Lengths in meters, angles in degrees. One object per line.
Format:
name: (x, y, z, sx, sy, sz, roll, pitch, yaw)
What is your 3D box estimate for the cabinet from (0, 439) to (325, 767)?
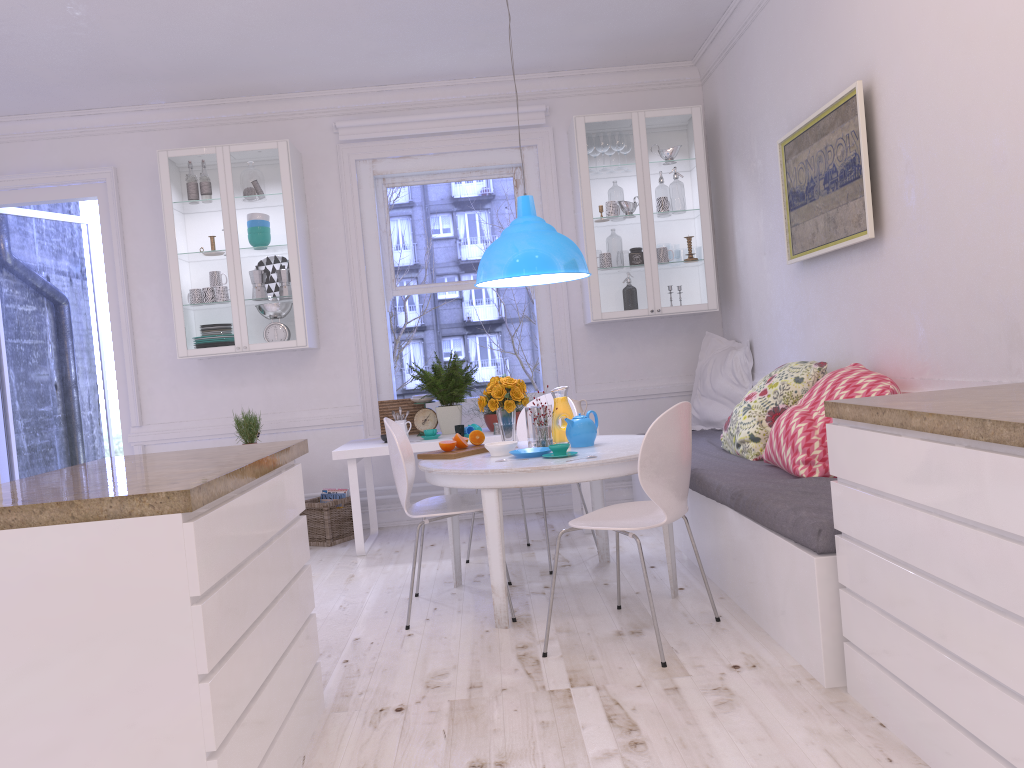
cabinet: (-0.939, 0.642, 2.327, 0.654, 0.842, 1.167, -5, 2, -2)

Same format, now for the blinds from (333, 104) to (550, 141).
blinds: (-0.468, -1.740, 5.913, 1.451, 0.131, 0.136, -5, 2, -2)

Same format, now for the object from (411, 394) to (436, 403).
object: (-0.560, 0.091, 5.616, 0.163, 0.047, 0.164, -7, 2, -42)

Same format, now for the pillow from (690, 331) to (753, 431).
pillow: (1.337, -0.026, 5.698, 0.374, 0.642, 0.677, -6, 2, -31)

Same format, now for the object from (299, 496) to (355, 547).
object: (-1.173, 0.864, 5.620, 0.276, 0.270, 0.276, -4, 2, 32)

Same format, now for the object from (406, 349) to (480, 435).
object: (-0.411, 0.047, 5.494, 0.438, 0.527, 0.368, -5, 2, -2)

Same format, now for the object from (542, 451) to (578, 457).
object: (0.196, 0.291, 3.624, 0.147, 0.011, 0.147, -5, 2, 1)

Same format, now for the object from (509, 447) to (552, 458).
object: (0.085, 0.291, 3.748, 0.196, 0.023, 0.196, -6, 2, -14)

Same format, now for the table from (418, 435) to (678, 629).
table: (0.183, 0.606, 3.921, 1.140, 0.629, 1.140, -4, 2, 27)

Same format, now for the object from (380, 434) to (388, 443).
object: (-0.737, 0.323, 5.253, 0.079, 0.048, 0.082, -7, 2, -42)

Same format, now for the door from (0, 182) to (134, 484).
door: (-3.114, -0.093, 6.486, 1.009, 2.474, 1.021, -5, 2, -2)

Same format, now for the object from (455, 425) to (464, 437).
object: (-0.301, 0.274, 5.063, 0.055, 0.077, 0.070, -5, 2, 24)

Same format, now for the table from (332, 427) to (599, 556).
table: (-0.245, 0.611, 5.389, 1.514, 0.619, 0.736, -5, 2, -2)

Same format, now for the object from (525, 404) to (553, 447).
object: (0.131, 0.195, 4.141, 0.101, 0.186, 0.122, -4, 2, 28)

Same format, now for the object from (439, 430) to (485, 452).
object: (-0.251, 0.263, 4.114, 0.129, 0.075, 0.285, -4, 2, 34)

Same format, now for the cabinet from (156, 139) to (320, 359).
cabinet: (-1.758, -0.850, 5.742, 0.823, 1.311, 0.425, -5, 2, -2)

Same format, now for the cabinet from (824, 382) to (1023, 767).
cabinet: (1.269, 0.450, 2.032, 0.654, 0.842, 1.036, -5, 2, -2)

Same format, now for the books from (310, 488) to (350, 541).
books: (-1.168, 0.830, 5.630, 0.221, 0.306, 0.205, -4, 2, 32)

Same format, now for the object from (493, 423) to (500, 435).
object: (-0.077, 0.257, 5.134, 0.066, 0.067, 0.052, -5, 2, -1)

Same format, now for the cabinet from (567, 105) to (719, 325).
cabinet: (0.850, -1.088, 5.820, 0.823, 1.311, 0.425, -5, 2, -2)

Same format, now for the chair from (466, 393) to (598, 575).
chair: (0.099, 0.488, 4.613, 0.604, 0.845, 0.483, -4, 2, 44)

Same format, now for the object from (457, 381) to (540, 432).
object: (-0.043, 0.114, 5.411, 0.668, 0.367, 0.531, -5, 2, 23)

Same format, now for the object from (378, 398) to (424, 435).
object: (-0.704, 0.215, 5.711, 0.294, 0.237, 0.028, -5, 2, -2)

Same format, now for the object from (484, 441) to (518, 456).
object: (-0.046, 0.285, 3.894, 0.147, 0.052, 0.147, -4, 2, 41)

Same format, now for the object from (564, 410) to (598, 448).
object: (0.314, 0.200, 3.955, 0.156, 0.151, 0.150, -5, 2, 2)

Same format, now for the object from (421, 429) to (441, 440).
object: (-0.479, 0.297, 5.229, 0.121, 0.055, 0.121, -4, 2, 39)

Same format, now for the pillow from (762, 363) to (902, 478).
pillow: (1.302, 0.143, 3.583, 0.491, 0.424, 0.587, -5, 2, 1)

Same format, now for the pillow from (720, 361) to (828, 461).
pillow: (1.283, 0.122, 4.267, 0.509, 0.447, 0.592, -5, 2, 3)

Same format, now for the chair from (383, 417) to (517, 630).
chair: (-0.269, 0.542, 3.809, 0.483, 0.845, 0.604, -5, 2, -2)

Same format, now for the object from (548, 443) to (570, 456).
object: (0.194, 0.270, 3.624, 0.088, 0.043, 0.088, -5, 2, 6)

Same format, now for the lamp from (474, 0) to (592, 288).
lamp: (0.012, -1.466, 4.248, 0.568, 1.948, 0.568, -4, 2, 32)

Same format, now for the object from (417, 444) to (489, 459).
object: (-0.237, 0.311, 4.091, 0.224, 0.024, 0.347, -4, 2, 38)

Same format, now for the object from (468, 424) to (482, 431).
object: (-0.215, 0.260, 5.137, 0.069, 0.059, 0.082, -6, 2, -24)

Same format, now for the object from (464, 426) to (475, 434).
object: (-0.250, 0.270, 5.124, 0.069, 0.058, 0.080, -6, 2, -29)

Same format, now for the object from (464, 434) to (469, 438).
object: (-0.233, 0.294, 5.129, 0.121, 0.021, 0.121, -4, 2, 39)

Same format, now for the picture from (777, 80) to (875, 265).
picture: (1.398, -0.909, 4.028, 0.020, 0.629, 0.971, -5, 2, -2)

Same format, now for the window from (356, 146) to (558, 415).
window: (-0.367, -0.681, 6.129, 1.234, 1.782, 0.181, -5, 2, -2)

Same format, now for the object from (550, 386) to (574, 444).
object: (0.234, 0.146, 4.118, 0.094, 0.267, 0.116, -4, 2, 25)

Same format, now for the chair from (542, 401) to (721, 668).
chair: (0.429, 0.495, 3.195, 0.483, 0.845, 0.604, -4, 2, 33)

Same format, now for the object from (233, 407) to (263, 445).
object: (-1.632, 0.304, 5.524, 0.196, 0.367, 0.186, -4, 2, 43)

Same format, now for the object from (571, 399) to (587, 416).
object: (0.390, 0.164, 5.457, 0.127, 0.152, 0.115, -6, 2, -19)

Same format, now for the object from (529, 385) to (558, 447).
object: (0.143, 0.149, 3.922, 0.128, 0.287, 0.128, -5, 2, 0)

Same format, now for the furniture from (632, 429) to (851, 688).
furniture: (1.173, 0.568, 4.242, 0.769, 0.508, 3.296, -5, 2, -2)

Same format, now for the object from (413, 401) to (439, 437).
object: (-0.544, 0.218, 5.609, 0.159, 0.208, 0.185, -5, 2, -2)

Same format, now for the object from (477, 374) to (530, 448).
object: (-0.027, 0.127, 4.143, 0.234, 0.351, 0.235, -6, 2, -37)
